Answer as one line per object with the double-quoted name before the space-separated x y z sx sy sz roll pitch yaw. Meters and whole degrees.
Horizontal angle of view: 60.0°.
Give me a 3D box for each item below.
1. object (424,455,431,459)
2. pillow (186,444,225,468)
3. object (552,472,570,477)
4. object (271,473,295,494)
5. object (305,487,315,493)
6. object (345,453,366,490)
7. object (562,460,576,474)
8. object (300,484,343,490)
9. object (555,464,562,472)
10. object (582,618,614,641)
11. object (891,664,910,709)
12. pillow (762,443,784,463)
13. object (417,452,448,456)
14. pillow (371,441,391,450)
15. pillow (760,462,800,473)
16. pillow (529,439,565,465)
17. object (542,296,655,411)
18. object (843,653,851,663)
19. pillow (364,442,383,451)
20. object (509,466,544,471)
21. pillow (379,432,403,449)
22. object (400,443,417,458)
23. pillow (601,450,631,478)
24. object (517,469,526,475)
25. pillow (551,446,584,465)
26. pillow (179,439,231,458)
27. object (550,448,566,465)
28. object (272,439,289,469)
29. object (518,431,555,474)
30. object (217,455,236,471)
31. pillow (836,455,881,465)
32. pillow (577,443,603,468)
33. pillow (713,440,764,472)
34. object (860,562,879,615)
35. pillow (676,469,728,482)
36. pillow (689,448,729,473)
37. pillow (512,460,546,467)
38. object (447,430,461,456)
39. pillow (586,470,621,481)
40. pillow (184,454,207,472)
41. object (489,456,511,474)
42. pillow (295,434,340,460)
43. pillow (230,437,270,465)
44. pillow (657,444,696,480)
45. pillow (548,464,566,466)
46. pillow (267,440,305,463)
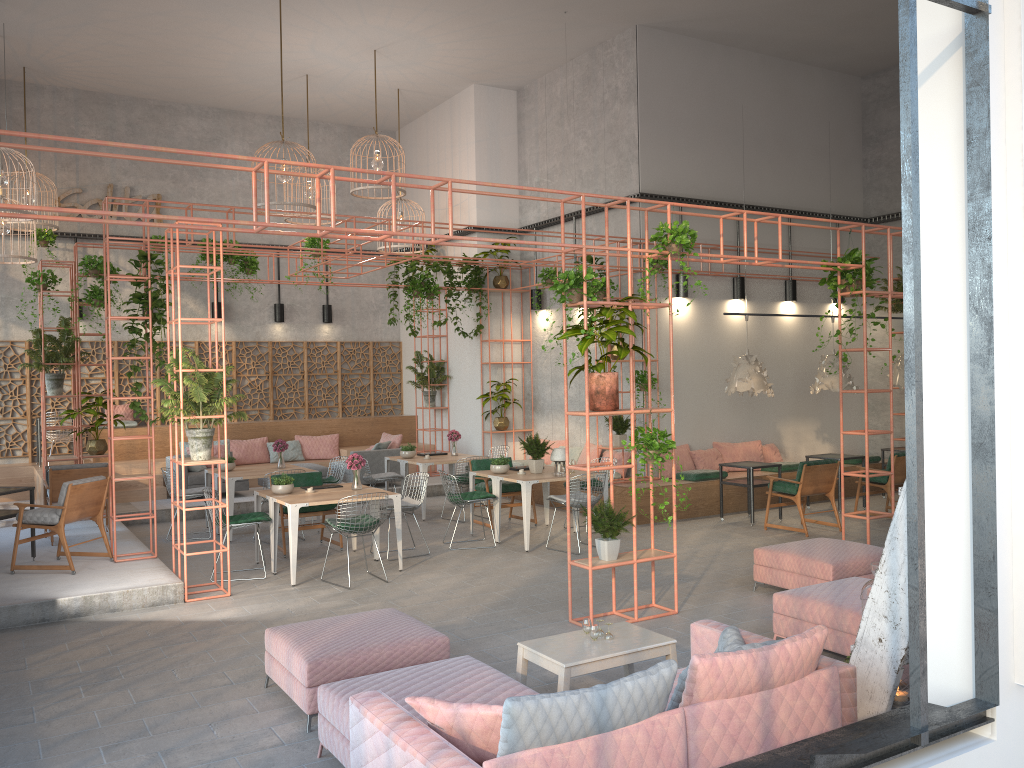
"object" -1.284 1.103 13.442 0.115 0.078 0.115 -1 1 -25
"pillow" -5.105 1.225 14.857 0.666 0.385 0.289 -1 1 -30
"object" 0.592 1.099 10.806 0.218 0.041 0.218 -1 1 -22
"object" -2.533 1.098 9.800 0.252 0.247 0.247 -1 1 -31
"object" -2.239 1.176 9.837 0.115 0.073 0.115 -2 1 -37
"object" -1.755 0.984 9.968 0.225 0.414 0.213 -2 1 -38
"object" 0.745 1.040 11.186 0.210 0.154 0.165 -2 1 -41
"object" -2.200 1.195 10.249 0.427 0.031 0.268 -1 1 -31
"object" 0.580 1.058 11.047 0.095 0.119 0.095 -1 1 -7
"object" 0.530 1.542 5.492 0.156 0.145 0.199 -1 1 -16
"object" 2.165 1.637 4.977 0.192 0.320 0.208 -1 1 -25
"pillow" 4.147 1.176 14.400 0.666 0.385 0.289 -2 1 -35
"object" -1.269 1.116 14.115 0.427 0.031 0.268 -1 1 -31
"pillow" -2.330 1.179 15.468 0.308 0.349 0.495 -1 1 19
"pillow" 4.282 1.315 14.012 0.637 0.149 0.491 -1 1 -30
"pillow" 0.615 1.191 15.406 0.276 0.474 0.839 -2 1 -40
"object" 0.715 -0.250 7.337 0.924 0.946 0.923 -1 1 25
"object" 1.937 1.568 4.875 0.225 0.464 0.236 -1 1 37
"pillow" -2.514 1.198 15.884 0.479 0.317 0.441 -1 1 41
"object" 0.179 1.108 11.692 0.427 0.031 0.268 -1 1 -31
"pillow" -2.225 1.126 15.919 0.273 0.476 0.836 -1 1 -30
"object" -1.603 1.020 13.666 0.254 0.247 0.248 -1 1 -31
"pillow" 1.585 1.235 13.744 0.289 0.385 0.666 -2 1 -35
"object" 0.118 1.095 11.096 0.115 0.078 0.115 -1 1 -25
"pillow" 0.928 1.238 14.844 0.289 0.385 0.666 -2 1 -35
"pillow" -5.171 1.193 14.993 0.839 0.474 0.276 -1 1 -30
"object" 0.607 0.971 11.260 0.241 0.313 0.241 -1 1 14
"object" -3.259 0.981 12.484 0.225 0.414 0.213 -2 1 -38
"object" 0.284 0.861 11.194 0.368 0.527 0.438 -1 1 -31
"object" -3.949 1.081 12.263 0.252 0.247 0.247 -1 1 -31
"pillow" 5.803 1.276 14.922 0.637 0.149 0.491 -1 1 -30
"pillow" 1.235 1.189 14.284 0.276 0.474 0.839 -1 1 -10
"pillow" 3.605 1.144 14.050 0.839 0.474 0.276 -1 1 -10
"object" 1.980 1.176 4.738 0.216 0.430 0.219 -2 1 -37
"pillow" 2.796 1.354 13.124 0.637 0.149 0.491 -1 1 -30
"pillow" 3.047 1.204 13.742 0.666 0.385 0.289 -2 1 -35
"pillow" 0.218 1.388 15.254 0.491 0.149 0.637 -1 1 -30
"object" -0.907 0.920 13.890 0.225 0.414 0.213 -2 1 -38
"pillow" 1.278 1.382 13.481 0.491 0.149 0.637 -1 1 -30
"pillow" -5.152 1.279 14.479 0.307 0.324 0.499 -1 1 4
"object" -0.154 1.012 11.243 0.254 0.247 0.248 -1 1 -31
"pillow" -3.699 1.198 16.821 0.839 0.474 0.276 -1 1 -10
"pillow" -4.798 1.226 16.164 0.839 0.474 0.276 -2 1 -40
"pillow" 2.483 1.172 13.430 0.839 0.474 0.276 -2 1 -40
"pillow" 0.756 1.385 14.354 0.491 0.149 0.637 -1 1 -30
"pillow" -4.209 1.257 16.491 0.666 0.385 0.289 -2 1 -35
